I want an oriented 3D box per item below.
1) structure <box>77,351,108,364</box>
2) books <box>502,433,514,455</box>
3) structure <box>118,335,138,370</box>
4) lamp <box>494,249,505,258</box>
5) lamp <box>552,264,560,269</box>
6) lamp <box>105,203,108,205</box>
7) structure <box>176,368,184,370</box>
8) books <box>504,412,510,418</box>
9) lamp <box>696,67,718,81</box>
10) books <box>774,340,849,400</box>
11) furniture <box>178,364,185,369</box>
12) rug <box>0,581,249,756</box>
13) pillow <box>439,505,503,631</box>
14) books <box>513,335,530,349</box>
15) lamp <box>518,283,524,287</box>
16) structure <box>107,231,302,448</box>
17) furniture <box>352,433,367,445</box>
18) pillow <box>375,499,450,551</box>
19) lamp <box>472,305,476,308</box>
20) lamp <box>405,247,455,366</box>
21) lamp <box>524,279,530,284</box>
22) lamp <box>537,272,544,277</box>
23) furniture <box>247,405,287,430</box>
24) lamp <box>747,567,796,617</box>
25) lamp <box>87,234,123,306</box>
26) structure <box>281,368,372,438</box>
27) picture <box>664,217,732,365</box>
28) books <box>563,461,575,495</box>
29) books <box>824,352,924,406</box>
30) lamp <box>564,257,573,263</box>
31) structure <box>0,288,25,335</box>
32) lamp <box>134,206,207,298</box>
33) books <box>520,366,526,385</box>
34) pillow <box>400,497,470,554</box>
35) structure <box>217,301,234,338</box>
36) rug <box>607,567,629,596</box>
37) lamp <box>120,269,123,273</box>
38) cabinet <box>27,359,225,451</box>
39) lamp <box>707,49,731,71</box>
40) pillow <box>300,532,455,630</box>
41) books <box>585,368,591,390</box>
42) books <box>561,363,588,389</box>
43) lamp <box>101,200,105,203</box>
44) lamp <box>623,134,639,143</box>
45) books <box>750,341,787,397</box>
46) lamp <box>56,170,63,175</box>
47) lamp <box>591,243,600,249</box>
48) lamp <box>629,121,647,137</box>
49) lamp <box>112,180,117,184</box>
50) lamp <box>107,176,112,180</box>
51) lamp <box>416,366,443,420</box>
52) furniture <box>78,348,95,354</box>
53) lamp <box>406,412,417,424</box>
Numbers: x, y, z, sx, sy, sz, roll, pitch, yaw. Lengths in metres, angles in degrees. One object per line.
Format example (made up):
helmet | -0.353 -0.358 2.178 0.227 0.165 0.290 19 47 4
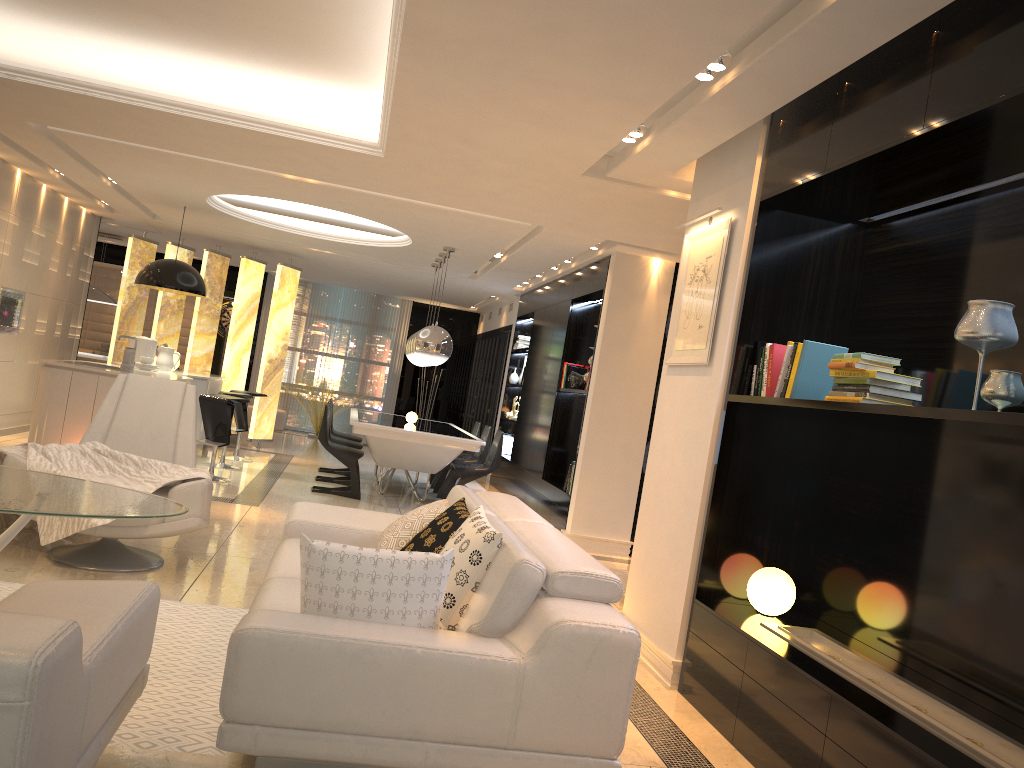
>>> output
structure | -6.779 -0.115 13.132 2.912 0.812 1.659 10 -1 -10
books | -0.067 0.818 12.058 0.210 0.270 0.236 10 -1 -10
structure | -3.502 -0.281 8.033 0.177 0.310 0.089 10 -1 -10
lamp | -0.135 -1.408 9.348 0.107 0.127 0.271 10 -1 -10
lamp | 0.468 -1.305 9.584 0.107 0.127 0.107 10 -1 -29
lamp | -4.707 -2.155 10.377 0.107 0.127 0.107 10 -1 -14
structure | -4.137 -0.210 10.281 0.502 0.026 0.811 10 -1 -10
books | 0.013 0.432 11.997 0.209 0.073 0.266 10 -1 -7
lamp | 0.809 -1.330 3.691 0.107 0.127 0.107 9 -1 1
books | 1.278 -0.042 3.813 0.212 0.261 0.210 10 -1 -10
furniture | -6.282 0.009 15.755 1.312 0.810 1.107 10 -1 -10
rug | -2.417 0.884 3.253 2.900 0.020 1.661 10 -1 -10
pillow | -0.220 0.648 3.158 0.255 0.399 0.526 10 -1 -10
books | 0.166 -0.547 12.018 0.259 0.188 0.302 9 -1 -3
lamp | 0.104 -1.337 11.627 0.107 0.127 0.107 10 -1 -29
structure | -4.068 -0.563 11.657 2.180 2.555 0.448 10 -1 -10
furniture | -2.405 0.878 15.397 0.735 0.357 0.735 10 -1 -38
pillow | -0.440 0.673 4.050 0.351 0.329 0.521 10 -1 -10
lamp | -0.689 -1.412 15.677 0.107 0.127 0.107 10 -1 -29
lamp | -0.867 -0.803 9.786 0.408 1.226 1.827 10 -1 -10
lamp | 0.183 -1.330 11.185 0.107 0.127 0.107 10 -1 -29
lamp | 0.325 -1.317 10.385 0.107 0.127 0.107 10 -1 -29
furniture | -4.240 0.569 15.159 0.735 0.357 0.735 10 -1 -8
lamp | 1.173 0.938 4.013 0.212 0.214 0.213 9 -1 29
lamp | -6.507 -1.785 13.172 1.578 0.995 0.939 10 -1 -10
structure | -3.203 0.342 14.923 1.282 1.142 1.275 9 -1 36
picture | 0.965 -0.459 4.611 0.027 0.729 0.610 10 -1 -10
books | 0.623 0.865 8.118 0.222 0.296 0.345 10 -1 -10
books | 1.374 -0.003 3.380 0.260 0.197 0.296 10 -1 -7
lamp | 0.572 -1.295 8.996 0.107 0.127 0.107 10 -1 -29
structure | -5.366 -0.772 9.060 0.446 0.450 0.659 10 -1 -10
lamp | -3.481 -1.413 9.241 0.710 0.898 0.710 9 -1 0
books | 0.229 -0.100 11.354 0.207 0.256 0.245 10 -1 -11
pillow | -0.344 0.648 3.601 0.323 0.355 0.524 10 -1 -10
structure | -4.864 -1.103 15.407 0.669 0.669 0.048 10 -1 -10
rug | 3.182 1.864 6.736 5.025 0.015 1.526 10 -1 -10
lamp | -6.937 -2.050 15.843 0.107 0.127 0.107 10 -1 -29
cabinet | -3.818 0.289 9.177 1.046 0.887 3.752 10 -1 -10
lamp | 0.831 -1.328 3.570 0.107 0.127 0.107 10 -1 -29
pillow | -0.421 0.638 2.828 0.521 0.325 0.281 9 -1 -1
books | 0.792 -0.041 8.104 0.189 0.238 0.290 10 -1 -11
books | 0.633 -0.070 9.011 0.210 0.270 0.236 10 -1 -10
lamp | -4.679 -2.153 10.215 0.107 0.127 0.107 10 -1 -29
lamp | 0.629 -1.346 4.705 0.107 0.127 0.107 9 -1 1
books | 1.234 -0.051 4.041 0.208 0.270 0.240 10 -1 -10
lamp | -4.410 -2.129 8.705 0.107 0.127 0.270 10 -1 -10
lamp | 0.748 -1.280 8.008 0.107 0.127 0.107 10 -1 -29
lamp | 0.649 -1.344 4.591 0.107 0.127 0.107 9 -1 1
lamp | -3.894 -2.043 8.752 0.107 0.127 0.107 10 -1 -29
lamp | -3.866 -2.040 8.591 0.107 0.127 0.107 10 -1 -29
lamp | -1.539 0.297 15.789 0.418 1.801 0.200 10 -1 -10
furniture | -8.134 -0.304 15.420 1.312 0.810 1.107 10 -1 -10
lamp | -1.091 0.365 9.644 0.125 0.125 0.125 9 -1 40
